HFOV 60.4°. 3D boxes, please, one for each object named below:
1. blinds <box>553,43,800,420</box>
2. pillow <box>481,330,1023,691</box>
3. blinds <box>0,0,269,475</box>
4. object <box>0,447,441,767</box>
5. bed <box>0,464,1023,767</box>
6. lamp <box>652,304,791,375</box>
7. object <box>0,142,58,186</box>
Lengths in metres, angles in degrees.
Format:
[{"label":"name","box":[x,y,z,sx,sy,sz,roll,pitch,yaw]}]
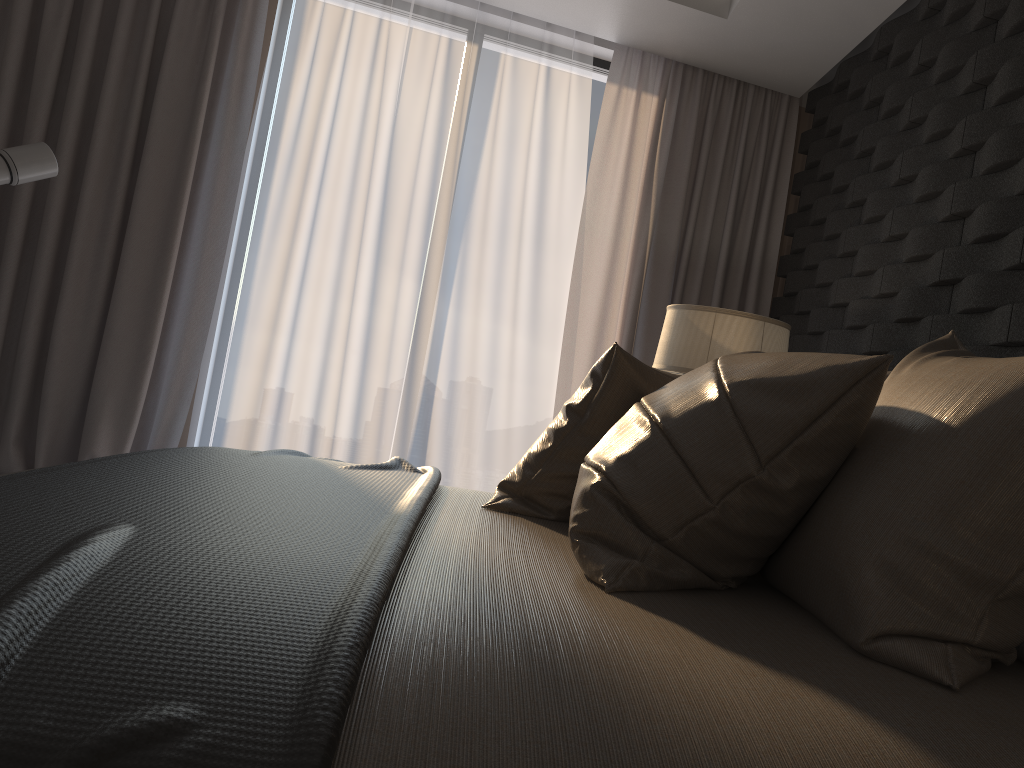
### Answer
[{"label":"blinds","box":[0.759,-0.319,4.049,1.030,2.642,0.330,11,-2,-15]},{"label":"pillow","box":[0.425,0.085,1.619,0.907,0.519,1.248,10,0,-2]},{"label":"blinds","box":[-1.632,-0.737,3.320,1.079,2.643,0.348,11,-2,-15]},{"label":"object","box":[-0.479,0.309,1.463,0.625,0.322,2.029,10,0,-2]},{"label":"bed","box":[-0.061,0.564,1.515,2.319,0.624,2.266,10,0,-4]},{"label":"lamp","box":[0.695,0.078,3.043,0.446,0.631,0.485,10,-1,28]},{"label":"object","box":[-1.898,-0.161,2.702,0.633,1.407,0.581,11,-1,-12]}]
